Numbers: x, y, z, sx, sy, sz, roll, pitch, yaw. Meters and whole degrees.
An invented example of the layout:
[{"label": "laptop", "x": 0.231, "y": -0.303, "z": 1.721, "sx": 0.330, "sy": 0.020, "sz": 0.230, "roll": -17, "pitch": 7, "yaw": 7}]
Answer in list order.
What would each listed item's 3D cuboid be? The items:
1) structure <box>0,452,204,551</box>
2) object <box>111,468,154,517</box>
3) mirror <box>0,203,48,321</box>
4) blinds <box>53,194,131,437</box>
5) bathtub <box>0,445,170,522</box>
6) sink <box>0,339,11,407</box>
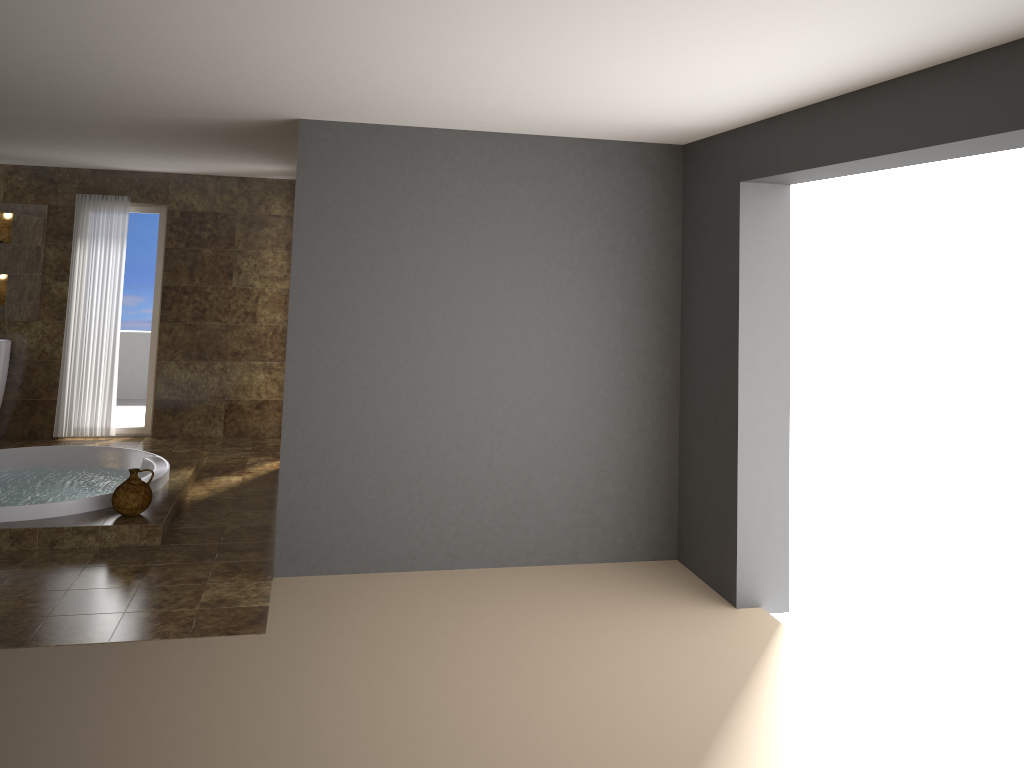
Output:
[{"label": "structure", "x": -3.269, "y": 0.749, "z": 5.863, "sx": 2.001, "sy": 0.124, "sz": 2.015, "roll": 0, "pitch": 8, "yaw": -13}, {"label": "object", "x": -2.320, "y": 0.660, "z": 5.285, "sx": 0.228, "sy": 0.276, "sz": 0.230, "roll": 2, "pitch": 0, "yaw": -41}, {"label": "mirror", "x": -4.717, "y": -1.124, "z": 7.919, "sx": 0.766, "sy": 1.097, "sz": 0.008, "roll": 2, "pitch": -5, "yaw": -12}, {"label": "blinds", "x": -3.886, "y": -0.648, "z": 8.032, "sx": 0.518, "sy": 2.276, "sz": 0.066, "roll": 3, "pitch": -5, "yaw": -13}, {"label": "bathtub", "x": -3.270, "y": 0.742, "z": 5.862, "sx": 1.754, "sy": 0.524, "sz": 1.752, "roll": 4, "pitch": 7, "yaw": 18}, {"label": "sink", "x": -4.702, "y": -0.033, "z": 7.601, "sx": 0.458, "sy": 1.142, "sz": 0.433, "roll": 3, "pitch": -4, "yaw": -10}]
